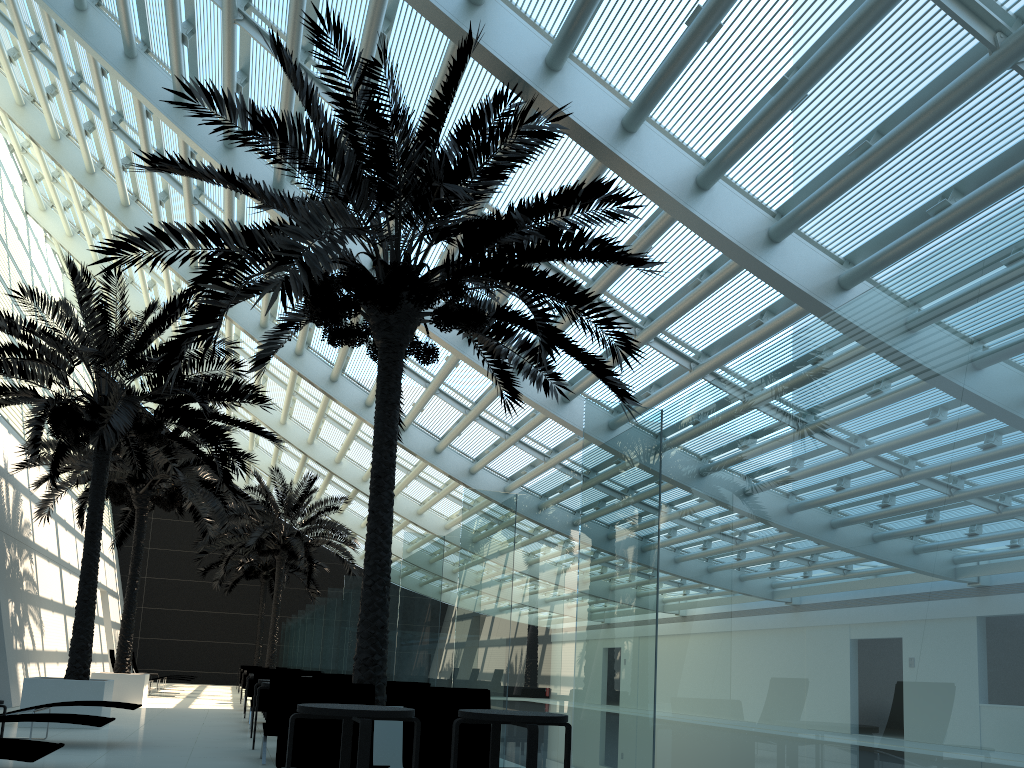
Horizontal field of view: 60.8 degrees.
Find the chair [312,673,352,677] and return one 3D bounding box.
[{"bbox_3d":[-3.138,5.407,14.960,0.720,0.852,0.919,7,-14,-17],"label":"chair"}]

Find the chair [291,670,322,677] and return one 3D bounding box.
[{"bbox_3d":[-4.370,6.597,18.707,0.720,0.852,0.919,7,-14,-17],"label":"chair"}]

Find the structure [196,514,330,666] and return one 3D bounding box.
[{"bbox_3d":[-9.589,8.427,34.148,4.540,6.744,4.908,12,-15,-38],"label":"structure"}]

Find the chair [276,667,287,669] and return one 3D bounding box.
[{"bbox_3d":[-7.850,10.004,29.427,0.720,0.852,0.919,7,-14,-17],"label":"chair"}]

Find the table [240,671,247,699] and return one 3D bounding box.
[{"bbox_3d":[-6.595,7.815,22.513,0.681,0.750,0.705,-2,-14,20],"label":"table"}]

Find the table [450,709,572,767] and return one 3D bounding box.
[{"bbox_3d":[-0.009,2.412,5.357,0.684,0.750,0.703,-5,-15,29],"label":"table"}]

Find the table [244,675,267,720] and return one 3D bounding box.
[{"bbox_3d":[-4.420,5.676,15.785,0.683,0.750,0.704,-3,-15,25],"label":"table"}]

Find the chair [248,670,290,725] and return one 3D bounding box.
[{"bbox_3d":[-4.025,5.271,14.683,0.720,0.852,0.919,7,-14,-17],"label":"chair"}]

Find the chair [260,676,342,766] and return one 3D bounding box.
[{"bbox_3d":[-2.236,3.520,9.174,0.720,0.852,0.919,7,-14,-17],"label":"chair"}]

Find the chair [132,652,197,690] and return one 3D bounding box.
[{"bbox_3d":[-11.194,9.251,28.088,2.049,1.112,0.954,8,-14,-17],"label":"chair"}]

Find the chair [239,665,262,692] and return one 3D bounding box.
[{"bbox_3d":[-8.737,9.868,29.150,0.720,0.852,0.919,7,-14,-17],"label":"chair"}]

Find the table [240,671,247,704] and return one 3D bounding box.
[{"bbox_3d":[-6.162,7.381,21.150,0.683,0.750,0.704,-3,-15,25],"label":"table"}]

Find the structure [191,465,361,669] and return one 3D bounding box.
[{"bbox_3d":[-7.100,5.962,26.397,4.867,6.745,4.576,8,-13,-23],"label":"structure"}]

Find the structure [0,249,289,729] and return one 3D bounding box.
[{"bbox_3d":[-5.958,1.533,12.682,4.730,6.566,4.366,12,-15,-38],"label":"structure"}]

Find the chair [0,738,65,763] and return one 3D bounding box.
[{"bbox_3d":[-3.612,1.828,4.733,2.049,1.112,0.954,8,-14,-17],"label":"chair"}]

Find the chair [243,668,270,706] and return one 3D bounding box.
[{"bbox_3d":[-5.767,6.976,20.048,0.720,0.852,0.919,7,-14,-17],"label":"chair"}]

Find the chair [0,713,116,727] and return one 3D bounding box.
[{"bbox_3d":[-4.406,2.605,7.178,2.049,1.112,0.954,8,-14,-17],"label":"chair"}]

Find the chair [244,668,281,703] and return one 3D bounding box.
[{"bbox_3d":[-5.257,6.461,18.431,0.720,0.852,0.919,7,-14,-17],"label":"chair"}]

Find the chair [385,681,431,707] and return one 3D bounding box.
[{"bbox_3d":[-1.350,3.656,9.451,0.720,0.852,0.919,7,-14,-17],"label":"chair"}]

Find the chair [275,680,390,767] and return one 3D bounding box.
[{"bbox_3d":[-1.285,2.573,6.198,0.720,0.852,0.919,7,-14,-17],"label":"chair"}]

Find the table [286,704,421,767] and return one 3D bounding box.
[{"bbox_3d":[-0.931,2.270,5.069,0.684,0.750,0.703,-5,-15,29],"label":"table"}]

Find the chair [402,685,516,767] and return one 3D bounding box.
[{"bbox_3d":[-0.399,2.709,6.475,0.720,0.852,0.919,7,-14,-17],"label":"chair"}]

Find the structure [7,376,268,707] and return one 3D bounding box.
[{"bbox_3d":[-8.004,3.288,18.331,4.293,6.623,4.810,0,-12,16],"label":"structure"}]

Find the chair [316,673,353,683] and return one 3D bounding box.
[{"bbox_3d":[-2.624,4.888,13.330,0.720,0.852,0.919,7,-14,-17],"label":"chair"}]

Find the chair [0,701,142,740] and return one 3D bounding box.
[{"bbox_3d":[-5.200,3.383,9.624,2.049,1.112,0.954,8,-14,-17],"label":"chair"}]

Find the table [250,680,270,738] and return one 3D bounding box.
[{"bbox_3d":[-3.122,4.415,11.816,0.681,0.750,0.705,-2,-14,20],"label":"table"}]

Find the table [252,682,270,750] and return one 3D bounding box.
[{"bbox_3d":[-2.631,3.925,10.276,0.683,0.750,0.704,-3,-15,25],"label":"table"}]

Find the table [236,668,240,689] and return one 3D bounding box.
[{"bbox_3d":[-9.642,10.788,31.870,0.684,0.750,0.703,-5,-15,29],"label":"table"}]

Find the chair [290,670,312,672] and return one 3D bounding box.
[{"bbox_3d":[-4.880,7.112,20.325,0.720,0.852,0.919,7,-14,-17],"label":"chair"}]

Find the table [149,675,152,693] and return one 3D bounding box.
[{"bbox_3d":[-10.396,8.354,24.299,0.556,0.496,0.574,-4,-16,25],"label":"table"}]

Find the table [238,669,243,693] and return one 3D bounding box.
[{"bbox_3d":[-8.344,9.527,27.901,0.681,0.750,0.705,-2,-14,20],"label":"table"}]

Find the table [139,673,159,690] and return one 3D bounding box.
[{"bbox_3d":[-11.215,9.155,26.821,0.556,0.496,0.574,-4,-16,25],"label":"table"}]

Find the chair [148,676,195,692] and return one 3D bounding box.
[{"bbox_3d":[-10.376,8.450,25.567,2.049,1.112,0.954,8,-14,-17],"label":"chair"}]

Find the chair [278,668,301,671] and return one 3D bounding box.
[{"bbox_3d":[-6.094,8.284,24.015,0.720,0.852,0.919,7,-14,-17],"label":"chair"}]

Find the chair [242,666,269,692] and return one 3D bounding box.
[{"bbox_3d":[-6.980,8.148,23.739,0.720,0.852,0.919,7,-14,-17],"label":"chair"}]

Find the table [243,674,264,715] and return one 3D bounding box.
[{"bbox_3d":[-4.864,6.120,17.181,0.681,0.750,0.705,-2,-14,20],"label":"table"}]

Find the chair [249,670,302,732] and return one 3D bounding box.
[{"bbox_3d":[-3.511,4.752,13.053,0.720,0.852,0.919,7,-14,-17],"label":"chair"}]

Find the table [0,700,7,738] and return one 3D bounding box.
[{"bbox_3d":[-5.220,3.287,8.357,0.556,0.496,0.574,-4,-16,25],"label":"table"}]

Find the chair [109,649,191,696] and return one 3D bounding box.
[{"bbox_3d":[-9.582,7.673,23.121,2.049,1.112,0.954,8,-14,-17],"label":"chair"}]

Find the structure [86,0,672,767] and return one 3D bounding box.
[{"bbox_3d":[-1.185,0.177,8.196,4.822,6.745,4.619,3,-12,1],"label":"structure"}]
